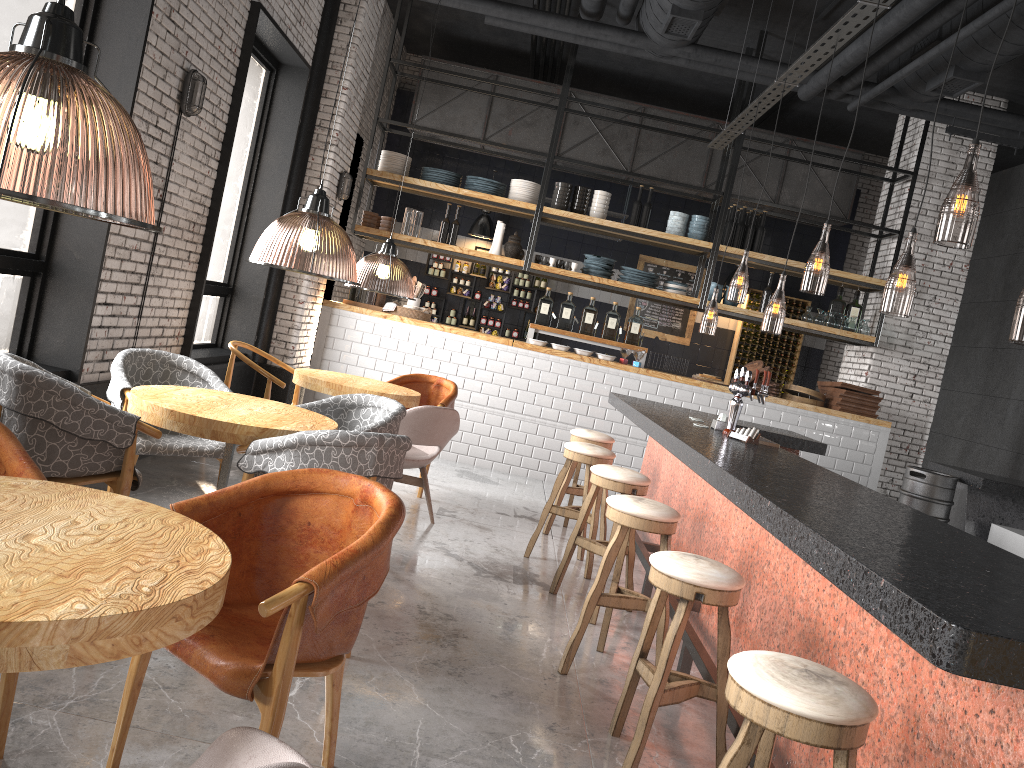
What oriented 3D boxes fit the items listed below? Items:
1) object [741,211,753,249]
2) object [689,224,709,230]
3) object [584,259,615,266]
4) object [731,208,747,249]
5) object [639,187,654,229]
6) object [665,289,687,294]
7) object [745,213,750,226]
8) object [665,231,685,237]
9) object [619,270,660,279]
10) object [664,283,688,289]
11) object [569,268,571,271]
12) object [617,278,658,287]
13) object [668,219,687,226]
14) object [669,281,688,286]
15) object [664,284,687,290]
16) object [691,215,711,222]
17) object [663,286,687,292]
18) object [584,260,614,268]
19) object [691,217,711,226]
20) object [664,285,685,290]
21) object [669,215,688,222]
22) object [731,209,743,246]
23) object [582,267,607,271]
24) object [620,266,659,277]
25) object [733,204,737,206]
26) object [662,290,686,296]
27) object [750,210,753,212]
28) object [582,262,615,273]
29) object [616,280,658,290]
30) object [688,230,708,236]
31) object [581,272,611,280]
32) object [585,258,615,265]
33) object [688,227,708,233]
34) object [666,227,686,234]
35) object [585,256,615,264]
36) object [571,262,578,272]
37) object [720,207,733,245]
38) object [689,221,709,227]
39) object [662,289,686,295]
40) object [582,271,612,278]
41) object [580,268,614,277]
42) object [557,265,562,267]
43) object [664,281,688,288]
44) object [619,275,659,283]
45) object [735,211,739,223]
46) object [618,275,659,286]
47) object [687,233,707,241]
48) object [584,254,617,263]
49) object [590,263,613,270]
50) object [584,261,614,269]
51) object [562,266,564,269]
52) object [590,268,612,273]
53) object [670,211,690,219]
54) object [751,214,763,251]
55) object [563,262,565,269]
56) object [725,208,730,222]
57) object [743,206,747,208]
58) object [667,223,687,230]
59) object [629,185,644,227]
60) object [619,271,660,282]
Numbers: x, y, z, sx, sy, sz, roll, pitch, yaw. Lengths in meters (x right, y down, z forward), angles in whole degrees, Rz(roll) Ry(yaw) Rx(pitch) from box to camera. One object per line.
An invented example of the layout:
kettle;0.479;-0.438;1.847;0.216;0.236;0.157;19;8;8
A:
object;2.547;-1.638;9.601;0.098;0.458;0.098;11;3;-23
object;2.006;-1.663;9.566;0.219;0.092;0.218;15;4;36
object;0.944;-1.302;9.610;0.334;0.035;0.335;11;4;-25
object;2.437;-1.653;9.465;0.098;0.458;0.098;13;3;22
object;1.453;-1.877;9.535;0.098;0.471;0.098;13;3;22
object;1.762;-1.001;9.619;0.262;0.037;0.264;10;4;-27
object;2.547;-1.646;9.736;0.098;0.458;0.098;11;3;-23
object;1.761;-1.603;9.593;0.210;0.065;0.210;13;4;17
object;1.378;-1.180;9.612;0.455;0.048;0.453;14;4;26
object;1.774;-1.053;9.617;0.263;0.029;0.264;11;4;-24
object;0.661;-1.255;9.745;0.072;0.097;0.072;12;3;0
object;1.358;-1.088;9.617;0.453;0.042;0.455;11;4;-25
object;1.785;-1.731;9.586;0.210;0.078;0.210;14;4;22
object;1.780;-1.082;9.615;0.265;0.037;0.265;12;4;-5
object;1.772;-1.043;9.617;0.264;0.028;0.263;14;4;27
object;2.031;-1.755;9.564;0.219;0.091;0.218;13;4;17
object;1.766;-1.019;9.619;0.265;0.038;0.265;14;4;22
object;0.942;-1.291;9.612;0.335;0.052;0.334;13;4;16
object;2.029;-1.723;9.563;0.218;0.096;0.219;11;4;-17
object;1.770;-1.032;9.617;0.263;0.032;0.264;9;5;-42
object;1.797;-1.772;9.582;0.209;0.076;0.210;11;4;-26
object;2.437;-1.662;9.600;0.098;0.458;0.098;13;3;22
object;0.926;-1.225;9.613;0.334;0.045;0.335;12;4;-4
object;1.386;-1.203;9.612;0.453;0.062;0.454;13;4;15
object;2.379;-1.896;9.455;0.046;0.031;0.046;11;4;-23
object;1.758;-0.978;9.620;0.264;0.026;0.263;15;4;35
object;2.595;-1.858;9.591;0.046;0.031;0.046;11;4;-23
object;0.935;-1.246;9.612;0.372;0.071;0.373;13;4;12
object;1.354;-1.064;9.618;0.453;0.033;0.455;11;4;-18
object;2.000;-1.598;9.568;0.218;0.092;0.219;11;4;-17
object;0.913;-1.161;9.616;0.334;0.033;0.335;10;4;-31
object;0.947;-1.317;9.609;0.334;0.036;0.335;12;4;-11
object;1.999;-1.631;9.564;0.218;0.092;0.219;12;3;-10
object;1.769;-1.645;9.591;0.209;0.069;0.210;10;4;-35
object;0.951;-1.330;9.609;0.334;0.048;0.335;11;4;-13
object;0.659;-1.233;9.394;0.072;0.097;0.072;14;3;32
object;2.332;-1.684;9.600;0.098;0.458;0.098;13;3;22
object;2.013;-1.694;9.566;0.219;0.092;0.218;15;4;40
object;1.761;-0.990;9.618;0.263;0.038;0.263;13;4;15
object;0.916;-1.174;9.614;0.334;0.046;0.335;11;4;-15
object;0.919;-1.196;9.617;0.372;0.067;0.373;11;4;-19
object;0.507;-1.274;9.510;0.072;0.097;0.072;14;3;27
object;1.779;-1.071;9.616;0.265;0.034;0.265;13;4;12
object;1.368;-1.135;9.613;0.455;0.062;0.452;16;5;44
object;2.438;-1.670;9.735;0.098;0.458;0.098;13;3;22
object;1.365;-1.111;9.616;0.454;0.050;0.454;14;4;20
object;1.988;-1.567;9.568;0.218;0.085;0.219;10;4;-31
object;0.954;-1.350;9.607;0.374;0.050;0.373;14;4;21
object;0.934;-1.262;9.612;0.334;0.039;0.335;12;4;-1
object;0.939;-1.276;9.613;0.335;0.052;0.333;15;5;38
object;0.584;-1.272;9.744;0.072;0.097;0.072;10;3;-33
object;0.923;-1.213;9.615;0.335;0.051;0.334;14;4;30
object;1.809;-1.814;9.582;0.210;0.074;0.210;12;3;4
object;2.652;-1.615;9.601;0.098;0.458;0.098;11;3;-23
object;0.583;-1.265;9.627;0.072;0.097;0.072;13;3;8
object;2.334;-1.699;9.735;0.098;0.471;0.098;13;3;22
object;2.485;-1.874;9.456;0.046;0.031;0.046;11;4;-23
object;1.780;-1.688;9.592;0.209;0.074;0.210;11;4;-26
object;1.348;-1.900;9.535;0.098;0.471;0.098;13;3;22
object;1.376;-1.158;9.612;0.453;0.065;0.454;9;4;-37
